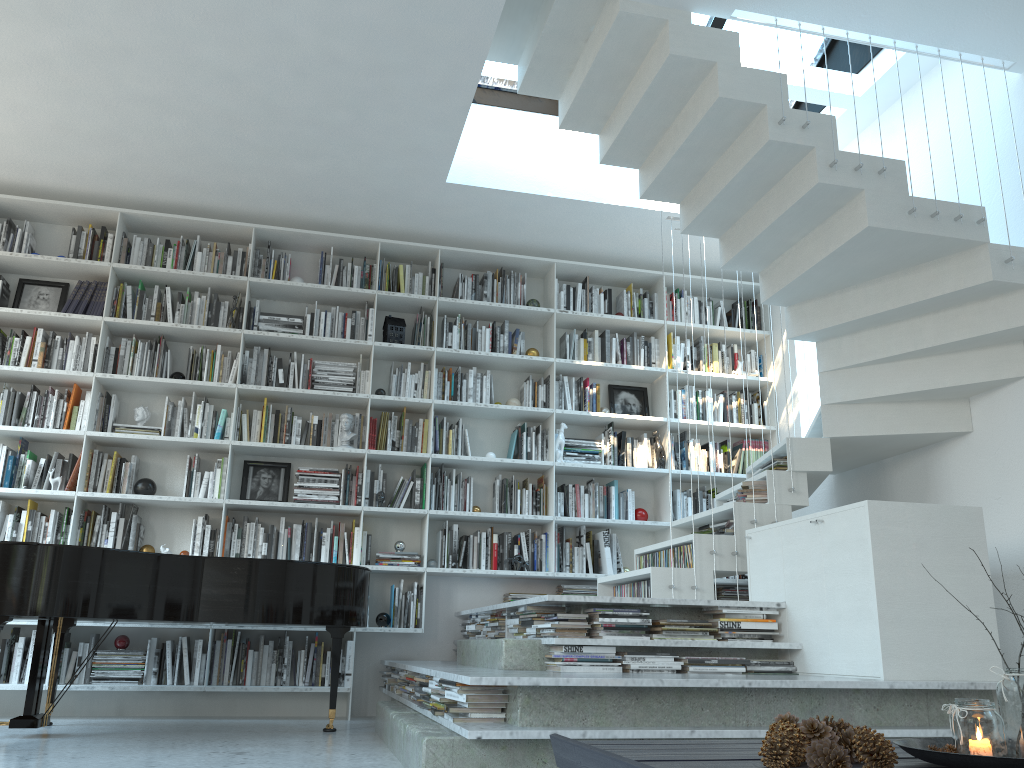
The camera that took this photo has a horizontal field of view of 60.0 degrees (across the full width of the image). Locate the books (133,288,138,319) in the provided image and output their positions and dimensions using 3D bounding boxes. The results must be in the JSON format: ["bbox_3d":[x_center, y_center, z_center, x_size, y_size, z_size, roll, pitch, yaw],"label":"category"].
[{"bbox_3d":[-2.453,-0.476,5.807,0.011,0.259,0.157,5,-16,-12],"label":"books"}]

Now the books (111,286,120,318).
[{"bbox_3d":[-2.567,-0.488,5.769,0.023,0.255,0.175,5,-17,-12],"label":"books"}]

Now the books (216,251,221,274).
[{"bbox_3d":[-1.978,-0.768,5.989,0.013,0.206,0.178,5,-17,-12],"label":"books"}]

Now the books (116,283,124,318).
[{"bbox_3d":[-2.553,-0.495,5.790,0.013,0.282,0.159,5,-16,-12],"label":"books"}]

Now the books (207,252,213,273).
[{"bbox_3d":[-2.041,-0.767,6.008,0.029,0.213,0.142,5,-17,-12],"label":"books"}]

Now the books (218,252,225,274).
[{"bbox_3d":[-1.958,-0.764,5.990,0.026,0.199,0.187,5,-17,-12],"label":"books"}]

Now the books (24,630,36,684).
[{"bbox_3d":[-2.767,1.582,5.144,0.021,0.294,0.188,5,-16,-12],"label":"books"}]

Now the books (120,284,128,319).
[{"bbox_3d":[-2.528,-0.496,5.794,0.010,0.286,0.148,5,-16,-12],"label":"books"}]

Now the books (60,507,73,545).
[{"bbox_3d":[-2.688,0.897,5.350,0.014,0.285,0.180,5,-16,-12],"label":"books"}]

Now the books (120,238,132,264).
[{"bbox_3d":[-2.561,-0.828,5.875,0.029,0.236,0.156,5,-16,-12],"label":"books"}]

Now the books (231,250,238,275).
[{"bbox_3d":[-1.886,-0.769,6.032,0.026,0.236,0.149,5,-16,-12],"label":"books"}]

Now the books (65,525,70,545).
[{"bbox_3d":[-2.678,0.955,5.371,0.023,0.186,0.130,5,-17,-12],"label":"books"}]

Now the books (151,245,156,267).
[{"bbox_3d":[-2.380,-0.798,5.912,0.015,0.206,0.167,5,-17,-12],"label":"books"}]

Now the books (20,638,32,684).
[{"bbox_3d":[-2.804,1.602,5.161,0.040,0.263,0.138,5,-16,-12],"label":"books"}]

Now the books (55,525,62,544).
[{"bbox_3d":[-2.720,0.950,5.348,0.041,0.181,0.142,5,-17,-12],"label":"books"}]

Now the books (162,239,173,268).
[{"bbox_3d":[-2.317,-0.816,5.953,0.028,0.267,0.152,5,-16,-12],"label":"books"}]

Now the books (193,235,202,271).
[{"bbox_3d":[-2.127,-0.826,5.992,0.014,0.314,0.166,5,-16,-12],"label":"books"}]

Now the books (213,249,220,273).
[{"bbox_3d":[-1.997,-0.776,6.000,0.021,0.228,0.161,5,-17,-12],"label":"books"}]

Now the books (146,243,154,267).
[{"bbox_3d":[-2.398,-0.804,5.895,0.029,0.207,0.179,5,-17,-12],"label":"books"}]

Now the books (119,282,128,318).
[{"bbox_3d":[-2.545,-0.501,5.816,0.014,0.308,0.130,5,-16,-12],"label":"books"}]

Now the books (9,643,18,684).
[{"bbox_3d":[-2.856,1.611,5.124,0.022,0.224,0.141,5,-16,-12],"label":"books"}]

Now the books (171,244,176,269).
[{"bbox_3d":[-2.265,-0.800,5.948,0.013,0.234,0.155,5,-16,-12],"label":"books"}]

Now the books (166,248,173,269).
[{"bbox_3d":[-2.287,-0.785,5.942,0.030,0.200,0.152,5,-17,-12],"label":"books"}]

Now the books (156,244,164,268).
[{"bbox_3d":[-2.357,-0.801,5.949,0.025,0.234,0.130,5,-16,-12],"label":"books"}]

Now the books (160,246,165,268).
[{"bbox_3d":[-2.337,-0.793,5.942,0.012,0.215,0.150,5,-17,-12],"label":"books"}]

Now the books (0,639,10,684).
[{"bbox_3d":[-2.910,1.592,5.098,0.023,0.243,0.188,5,-17,-12],"label":"books"}]

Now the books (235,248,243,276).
[{"bbox_3d":[-1.860,-0.776,6.049,0.030,0.260,0.152,5,-16,-12],"label":"books"}]

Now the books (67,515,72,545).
[{"bbox_3d":[-2.655,0.924,5.357,0.010,0.239,0.175,5,-17,-12],"label":"books"}]

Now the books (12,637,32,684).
[{"bbox_3d":[-2.831,1.597,5.131,0.027,0.255,0.179,5,-17,-12],"label":"books"}]

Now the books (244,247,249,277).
[{"bbox_3d":[-1.811,-0.778,6.048,0.014,0.266,0.172,5,-16,-12],"label":"books"}]

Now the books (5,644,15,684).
[{"bbox_3d":[-2.881,1.617,5.129,0.024,0.213,0.137,5,-16,-12],"label":"books"}]

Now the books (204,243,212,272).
[{"bbox_3d":[-2.059,-0.797,6.003,0.014,0.268,0.156,5,-16,-12],"label":"books"}]

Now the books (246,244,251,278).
[{"bbox_3d":[-1.790,-0.788,6.051,0.026,0.287,0.176,5,-16,-12],"label":"books"}]

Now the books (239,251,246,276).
[{"bbox_3d":[-1.829,-0.762,6.031,0.026,0.224,0.172,5,-17,-12],"label":"books"}]

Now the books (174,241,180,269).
[{"bbox_3d":[-2.239,-0.808,5.949,0.013,0.251,0.184,5,-17,-12],"label":"books"}]

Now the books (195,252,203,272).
[{"bbox_3d":[-2.105,-0.766,5.973,0.031,0.189,0.182,5,-17,-12],"label":"books"}]

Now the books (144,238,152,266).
[{"bbox_3d":[-2.420,-0.822,5.908,0.012,0.249,0.174,5,-17,-12],"label":"books"}]

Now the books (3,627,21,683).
[{"bbox_3d":[-2.899,1.570,5.139,0.013,0.309,0.131,5,-16,-12],"label":"books"}]

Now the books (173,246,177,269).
[{"bbox_3d":[-2.252,-0.792,5.941,0.011,0.215,0.160,5,-17,-12],"label":"books"}]

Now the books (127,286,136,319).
[{"bbox_3d":[-2.492,-0.484,5.807,0.067,0.273,0.168,5,-16,-13],"label":"books"}]

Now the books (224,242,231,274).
[{"bbox_3d":[-1.933,-0.797,6.024,0.013,0.284,0.160,5,-16,-12],"label":"books"}]

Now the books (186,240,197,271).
[{"bbox_3d":[-2.157,-0.812,5.967,0.052,0.272,0.173,5,-16,-12],"label":"books"}]

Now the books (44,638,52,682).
[{"bbox_3d":[-2.718,1.611,5.170,0.065,0.255,0.156,5,-16,-13],"label":"books"}]

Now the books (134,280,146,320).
[{"bbox_3d":[-2.440,-0.504,5.808,0.012,0.314,0.172,5,-16,-12],"label":"books"}]

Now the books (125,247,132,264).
[{"bbox_3d":[-2.539,-0.796,5.888,0.024,0.182,0.133,5,-17,-12],"label":"books"}]

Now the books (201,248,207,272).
[{"bbox_3d":[-2.079,-0.783,5.993,0.026,0.235,0.134,5,-16,-12],"label":"books"}]

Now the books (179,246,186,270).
[{"bbox_3d":[-2.212,-0.794,5.967,0.029,0.235,0.130,5,-16,-12],"label":"books"}]

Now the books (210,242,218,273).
[{"bbox_3d":[-2.013,-0.798,5.994,0.014,0.265,0.192,5,-17,-12],"label":"books"}]

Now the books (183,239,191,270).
[{"bbox_3d":[-2.189,-0.815,5.963,0.013,0.275,0.165,5,-16,-12],"label":"books"}]

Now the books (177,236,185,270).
[{"bbox_3d":[-2.228,-0.829,5.960,0.010,0.298,0.151,5,-16,-12],"label":"books"}]

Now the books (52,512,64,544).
[{"bbox_3d":[-2.745,0.911,5.353,0.013,0.259,0.143,5,-16,-12],"label":"books"}]

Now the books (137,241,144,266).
[{"bbox_3d":[-2.461,-0.811,5.896,0.023,0.219,0.182,5,-17,-12],"label":"books"}]

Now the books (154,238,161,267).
[{"bbox_3d":[-2.368,-0.824,5.925,0.010,0.263,0.161,5,-16,-12],"label":"books"}]

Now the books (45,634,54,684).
[{"bbox_3d":[-2.673,1.605,5.184,0.027,0.275,0.144,5,-16,-12],"label":"books"}]

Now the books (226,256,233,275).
[{"bbox_3d":[-1.911,-0.749,6.010,0.031,0.184,0.177,5,-17,-12],"label":"books"}]

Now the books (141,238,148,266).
[{"bbox_3d":[-2.439,-0.823,5.909,0.023,0.250,0.171,5,-17,-12],"label":"books"}]

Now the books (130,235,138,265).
[{"bbox_3d":[-2.518,-0.837,5.915,0.021,0.278,0.141,5,-16,-12],"label":"books"}]

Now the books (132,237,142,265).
[{"bbox_3d":[-2.488,-0.829,5.899,0.031,0.254,0.146,5,-16,-12],"label":"books"}]
